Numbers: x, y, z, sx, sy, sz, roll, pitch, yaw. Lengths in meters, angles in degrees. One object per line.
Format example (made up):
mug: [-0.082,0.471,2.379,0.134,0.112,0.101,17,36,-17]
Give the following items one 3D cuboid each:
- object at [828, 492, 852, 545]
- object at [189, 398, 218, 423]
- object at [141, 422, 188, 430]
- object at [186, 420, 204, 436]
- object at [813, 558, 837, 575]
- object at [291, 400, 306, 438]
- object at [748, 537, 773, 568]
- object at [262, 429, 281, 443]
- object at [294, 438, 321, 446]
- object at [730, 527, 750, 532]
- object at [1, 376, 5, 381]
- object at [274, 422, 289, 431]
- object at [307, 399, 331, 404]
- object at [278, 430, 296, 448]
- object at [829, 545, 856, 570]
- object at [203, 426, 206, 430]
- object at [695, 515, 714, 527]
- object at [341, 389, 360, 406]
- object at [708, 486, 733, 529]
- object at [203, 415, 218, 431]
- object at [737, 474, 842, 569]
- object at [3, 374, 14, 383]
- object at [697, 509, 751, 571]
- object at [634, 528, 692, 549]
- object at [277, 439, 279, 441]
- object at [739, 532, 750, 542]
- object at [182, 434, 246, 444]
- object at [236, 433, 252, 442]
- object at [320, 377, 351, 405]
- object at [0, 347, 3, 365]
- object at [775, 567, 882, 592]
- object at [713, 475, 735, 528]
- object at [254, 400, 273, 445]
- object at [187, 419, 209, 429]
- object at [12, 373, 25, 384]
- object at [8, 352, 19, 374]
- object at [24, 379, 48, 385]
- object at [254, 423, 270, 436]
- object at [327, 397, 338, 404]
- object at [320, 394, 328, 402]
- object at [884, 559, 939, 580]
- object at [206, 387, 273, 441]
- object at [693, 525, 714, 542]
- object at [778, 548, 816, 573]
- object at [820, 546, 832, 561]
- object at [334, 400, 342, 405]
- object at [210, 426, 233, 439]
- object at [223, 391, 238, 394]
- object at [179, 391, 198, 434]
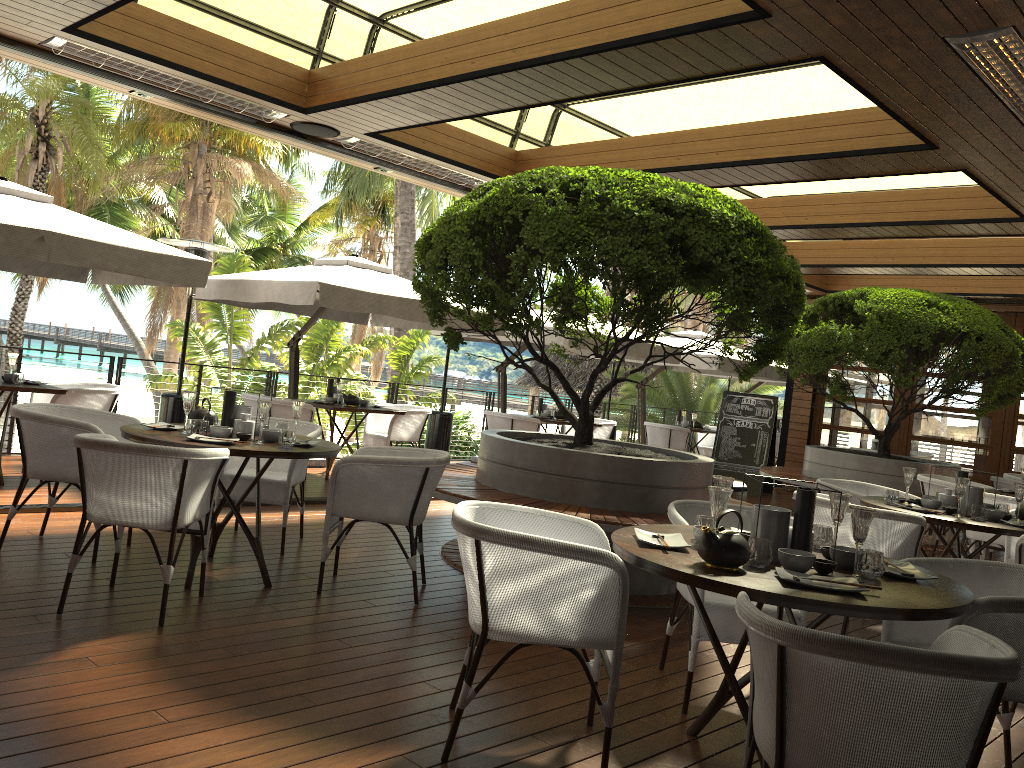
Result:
object: [1.177,0.508,3.214,0.082,0.227,0.082,7,0,-9]
object: [-1.785,0.168,5.149,0.163,0.179,0.168,7,0,3]
object: [-1.909,0.234,4.851,0.170,0.025,0.294,7,1,4]
object: [-1.661,0.234,4.648,0.086,0.086,0.086,7,0,45]
object: [0.997,0.587,2.836,0.080,0.042,0.080,7,0,36]
object: [-1.232,0.206,5.062,0.082,0.227,0.082,7,0,5]
object: [0.790,0.541,2.835,0.086,0.086,0.086,7,0,-37]
object: [-1.317,0.284,4.829,0.116,0.065,0.116,7,0,3]
object: [-1.162,0.321,4.891,0.170,0.025,0.294,7,1,4]
object: [0.938,0.583,3.387,0.295,0.025,0.170,7,1,7]
object: [-3.985,-0.040,6.994,0.080,0.042,0.080,7,0,12]
object: [-1.329,0.268,5.122,0.086,0.086,0.086,7,0,45]
object: [-1.932,0.186,8.998,0.295,0.025,0.170,7,1,43]
object: [-1.181,0.290,4.660,0.086,0.086,0.086,7,0,-36]
object: [1.130,0.590,2.995,0.116,0.065,0.116,7,0,23]
object: [-1.704,0.250,4.808,0.080,0.042,0.080,7,0,33]
object: [0.704,0.526,3.226,0.086,0.086,0.086,7,0,7]
object: [-1.663,0.138,9.208,0.167,0.179,0.163,7,0,-45]
object: [0.669,0.452,2.900,0.082,0.227,0.082,7,0,-9]
object: [-1.713,0.224,5.019,0.086,0.086,0.086,7,0,-36]
object: [0.940,0.467,3.034,0.263,0.264,0.263,7,0,2]
object: [-3.911,-0.043,6.927,0.116,0.065,0.116,7,0,25]
object: [0.662,0.480,2.764,0.168,0.179,0.163,7,0,5]
object: [0.514,0.537,3.030,0.170,0.025,0.294,7,1,2]
object: [-1.314,0.294,4.956,0.080,0.042,0.080,7,0,33]
object: [0.868,0.568,3.236,0.080,0.042,0.080,7,0,36]
object: [-1.501,0.286,4.502,0.294,0.025,0.170,7,1,0]
object: [-1.422,0.284,4.694,0.080,0.042,0.080,7,0,-2]
object: [-1.874,0.069,9.417,0.263,0.264,0.263,7,0,-2]
object: [-4.208,-0.177,6.943,0.263,0.264,0.263,7,0,-2]
object: [0.944,0.592,2.634,0.295,0.025,0.170,7,1,7]
object: [0.778,0.460,3.313,0.082,0.227,0.082,7,0,-4]
object: [-1.311,0.202,4.655,0.082,0.227,0.082,7,0,-11]
object: [-1.741,0.233,4.907,0.116,0.065,0.116,7,0,3]
object: [-3.819,-0.042,6.863,0.086,0.086,0.086,7,0,44]
object: [-3.990,-0.138,7.072,0.082,0.227,0.082,6,0,44]
object: [-3.840,-0.016,7.074,0.295,0.025,0.170,7,1,43]
object: [-1.463,0.263,5.132,0.116,0.065,0.116,7,0,26]
object: [-1.857,0.173,9.145,0.116,0.065,0.116,7,0,42]
object: [-1.949,0.151,9.206,0.086,0.086,0.086,7,0,-42]
object: [1.309,0.630,3.027,0.170,0.025,0.294,7,1,2]
object: [-1.499,0.162,4.888,0.263,0.264,0.263,7,0,0]
object: [0.688,0.537,3.093,0.116,0.065,0.116,7,0,23]
object: [0.898,0.565,2.803,0.116,0.065,0.116,7,0,11]
object: [1.122,0.599,3.115,0.080,0.042,0.080,7,0,1]
object: [-1.787,0.194,9.078,0.080,0.042,0.080,7,0,5]
object: [-1.539,0.259,4.682,0.116,0.065,0.116,7,0,26]
object: [-1.647,0.157,5.152,0.082,0.227,0.082,7,0,-11]
object: [-1.730,0.152,4.720,0.082,0.227,0.082,7,0,5]
